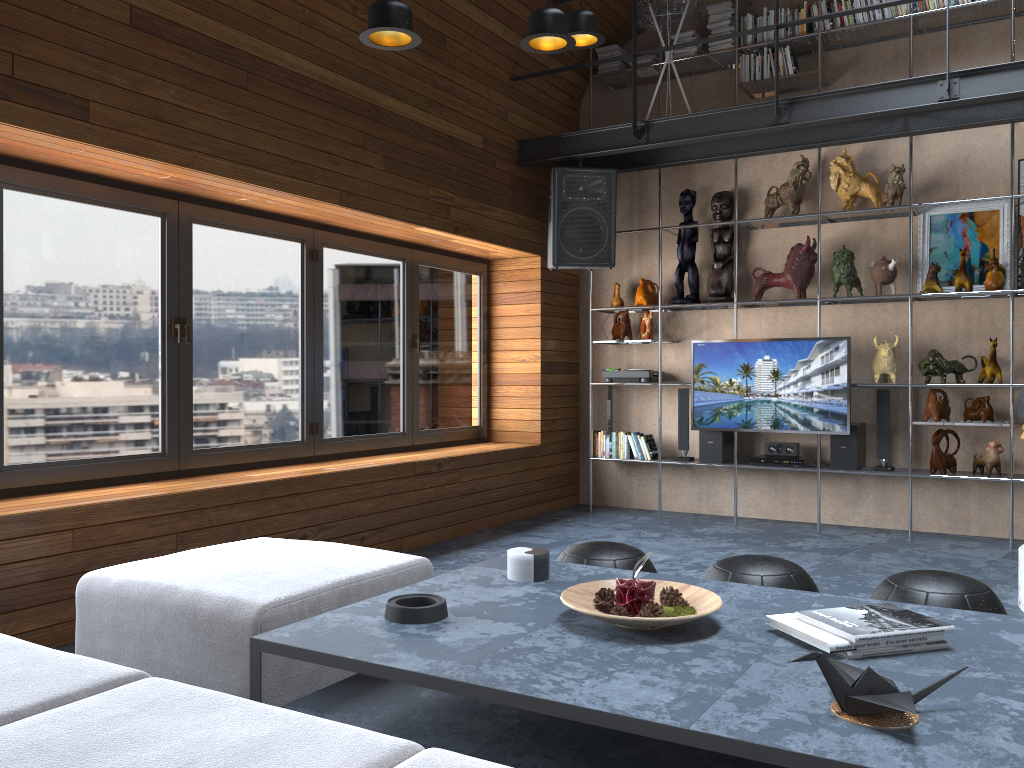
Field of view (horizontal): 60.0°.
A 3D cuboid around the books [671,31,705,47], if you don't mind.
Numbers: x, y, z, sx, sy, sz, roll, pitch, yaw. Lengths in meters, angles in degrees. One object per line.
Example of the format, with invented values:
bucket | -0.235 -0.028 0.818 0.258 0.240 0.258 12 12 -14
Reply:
books | 1.309 -2.540 6.568 0.176 0.025 0.268 0 0 31

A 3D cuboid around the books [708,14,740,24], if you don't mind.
books | 1.533 -2.610 6.401 0.167 0.017 0.208 0 0 31

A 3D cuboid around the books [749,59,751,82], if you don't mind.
books | 1.699 -2.198 6.276 0.014 0.172 0.119 0 0 31

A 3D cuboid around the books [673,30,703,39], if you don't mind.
books | 1.310 -2.573 6.582 0.161 0.012 0.206 0 0 31

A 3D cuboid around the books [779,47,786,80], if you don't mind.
books | 1.896 -2.217 6.171 0.051 0.218 0.133 0 0 30

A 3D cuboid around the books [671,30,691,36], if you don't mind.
books | 1.299 -2.560 6.571 0.159 0.012 0.231 0 0 36

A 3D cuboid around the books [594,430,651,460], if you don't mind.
books | 0.867 0.463 6.773 0.461 0.208 0.139 0 0 30

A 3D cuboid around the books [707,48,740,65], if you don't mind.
books | 1.538 -2.368 6.407 0.182 0.016 0.252 0 0 37

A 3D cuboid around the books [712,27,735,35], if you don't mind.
books | 1.559 -2.518 6.412 0.167 0.017 0.225 0 0 31

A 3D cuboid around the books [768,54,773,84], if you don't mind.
books | 1.810 -2.200 6.205 0.009 0.177 0.112 0 0 31

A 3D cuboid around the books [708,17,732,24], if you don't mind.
books | 1.529 -2.595 6.411 0.161 0.012 0.201 0 0 31

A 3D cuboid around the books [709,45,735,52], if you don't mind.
books | 1.554 -2.384 6.402 0.182 0.016 0.247 0 0 31

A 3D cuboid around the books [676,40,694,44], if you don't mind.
books | 1.307 -2.499 6.579 0.161 0.012 0.206 0 0 21

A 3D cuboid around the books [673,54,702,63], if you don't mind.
books | 1.312 -2.385 6.569 0.182 0.016 0.234 0 0 26

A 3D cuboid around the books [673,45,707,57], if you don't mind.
books | 1.325 -2.452 6.567 0.182 0.016 0.234 0 0 36

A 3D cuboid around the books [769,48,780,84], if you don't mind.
books | 1.838 -2.223 6.207 0.054 0.220 0.117 0 0 31

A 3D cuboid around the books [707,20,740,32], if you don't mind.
books | 1.550 -2.551 6.402 0.175 0.025 0.288 0 0 37

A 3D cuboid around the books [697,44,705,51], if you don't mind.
books | 1.325 -2.467 6.566 0.182 0.016 0.234 0 0 21

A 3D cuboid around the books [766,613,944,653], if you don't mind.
books | 0.783 0.562 2.042 0.299 0.021 0.239 0 0 -18

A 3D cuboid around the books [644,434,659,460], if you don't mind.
books | 1.055 0.475 6.680 0.081 0.185 0.138 0 0 31

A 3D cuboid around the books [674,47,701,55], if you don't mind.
books | 1.309 -2.429 6.568 0.180 0.028 0.240 0 0 21

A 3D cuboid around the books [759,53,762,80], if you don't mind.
books | 1.757 -2.211 6.240 0.008 0.198 0.111 0 0 31

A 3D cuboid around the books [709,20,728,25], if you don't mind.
books | 1.541 -2.570 6.406 0.158 0.012 0.254 0 0 42

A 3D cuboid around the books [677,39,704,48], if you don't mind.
books | 1.311 -2.511 6.589 0.161 0.013 0.208 0 0 36

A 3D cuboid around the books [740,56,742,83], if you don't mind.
books | 1.648 -2.212 6.317 0.011 0.201 0.127 0 0 31

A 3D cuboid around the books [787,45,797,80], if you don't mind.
books | 1.944 -2.218 6.142 0.049 0.216 0.137 0 0 31

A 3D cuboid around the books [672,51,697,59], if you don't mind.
books | 1.309 -2.404 6.572 0.174 0.021 0.222 0 0 31

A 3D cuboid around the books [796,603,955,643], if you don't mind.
books | 0.822 0.542 2.022 0.265 0.017 0.210 0 0 -18

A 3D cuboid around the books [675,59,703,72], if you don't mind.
books | 1.296 -2.370 6.572 0.182 0.016 0.234 0 0 31

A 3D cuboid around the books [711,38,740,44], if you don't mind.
books | 1.554 -2.450 6.409 0.181 0.016 0.258 0 0 32

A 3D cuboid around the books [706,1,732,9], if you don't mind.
books | 1.530 -2.707 6.424 0.182 0.016 0.228 0 0 31

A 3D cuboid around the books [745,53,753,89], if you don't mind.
books | 1.687 -2.222 6.322 0.008 0.219 0.177 0 0 31

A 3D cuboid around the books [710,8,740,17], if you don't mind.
books | 1.560 -2.649 6.422 0.180 0.028 0.234 0 0 31

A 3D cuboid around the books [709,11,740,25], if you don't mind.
books | 1.549 -2.627 6.401 0.182 0.016 0.228 0 0 31

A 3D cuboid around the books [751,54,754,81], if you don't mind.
books | 1.718 -2.215 6.276 0.019 0.206 0.125 0 0 31

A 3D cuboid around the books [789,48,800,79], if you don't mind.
books | 1.957 -2.207 6.132 0.049 0.191 0.138 0 0 31

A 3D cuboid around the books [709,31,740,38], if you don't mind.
books | 1.553 -2.503 6.422 0.160 0.013 0.227 0 0 42

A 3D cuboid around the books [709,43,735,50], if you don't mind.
books | 1.551 -2.403 6.406 0.174 0.021 0.239 0 0 37

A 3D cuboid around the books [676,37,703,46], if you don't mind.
books | 1.315 -2.522 6.579 0.161 0.013 0.206 0 0 26

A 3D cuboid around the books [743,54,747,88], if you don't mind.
books | 1.676 -2.222 6.321 0.010 0.220 0.171 0 0 31

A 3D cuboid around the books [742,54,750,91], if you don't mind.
books | 1.667 -2.222 6.326 0.010 0.219 0.164 0 0 31

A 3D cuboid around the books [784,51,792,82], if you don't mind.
books | 1.925 -2.203 6.162 0.048 0.188 0.120 0 0 31

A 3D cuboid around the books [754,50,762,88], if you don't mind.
books | 1.740 -2.223 6.275 0.017 0.223 0.161 0 0 31

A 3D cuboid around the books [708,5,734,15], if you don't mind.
books | 1.536 -2.672 6.412 0.174 0.021 0.216 0 0 31

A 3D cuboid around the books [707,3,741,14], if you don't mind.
books | 1.537 -2.691 6.414 0.182 0.016 0.228 0 0 31

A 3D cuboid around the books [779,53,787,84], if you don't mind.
books | 1.887 -2.207 6.179 0.047 0.197 0.126 0 0 31

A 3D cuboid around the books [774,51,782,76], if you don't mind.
books | 1.872 -2.213 6.187 0.054 0.203 0.123 0 0 31

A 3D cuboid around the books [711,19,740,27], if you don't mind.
books | 1.552 -2.583 6.414 0.160 0.012 0.222 0 0 37

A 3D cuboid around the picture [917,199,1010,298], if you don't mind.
picture | 2.941 -0.881 5.774 0.544 0.625 0.136 0 0 31

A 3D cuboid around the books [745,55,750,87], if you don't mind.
books | 1.677 -2.212 6.287 0.011 0.201 0.127 0 0 31

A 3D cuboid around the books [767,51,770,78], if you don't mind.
books | 1.801 -2.211 6.207 0.008 0.198 0.111 0 0 31

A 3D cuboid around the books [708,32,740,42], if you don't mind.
books | 1.550 -2.471 6.402 0.180 0.028 0.258 0 0 37

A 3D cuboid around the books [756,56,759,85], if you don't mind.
books | 1.742 -2.203 6.251 0.012 0.183 0.117 0 0 31

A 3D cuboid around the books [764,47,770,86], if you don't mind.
books | 1.793 -2.227 6.220 0.017 0.230 0.122 0 0 31

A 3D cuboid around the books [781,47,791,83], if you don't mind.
books | 1.914 -2.217 6.175 0.049 0.216 0.137 0 0 31

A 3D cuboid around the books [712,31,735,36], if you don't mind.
books | 1.549 -2.491 6.412 0.160 0.012 0.222 0 0 25

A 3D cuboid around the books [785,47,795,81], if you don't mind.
books | 1.933 -2.213 6.149 0.051 0.205 0.131 0 0 31

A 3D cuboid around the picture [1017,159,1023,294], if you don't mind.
picture | 3.442 -0.999 5.508 0.529 0.863 0.090 0 0 31

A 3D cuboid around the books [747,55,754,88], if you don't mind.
books | 1.691 -2.212 6.287 0.011 0.201 0.127 0 0 31
